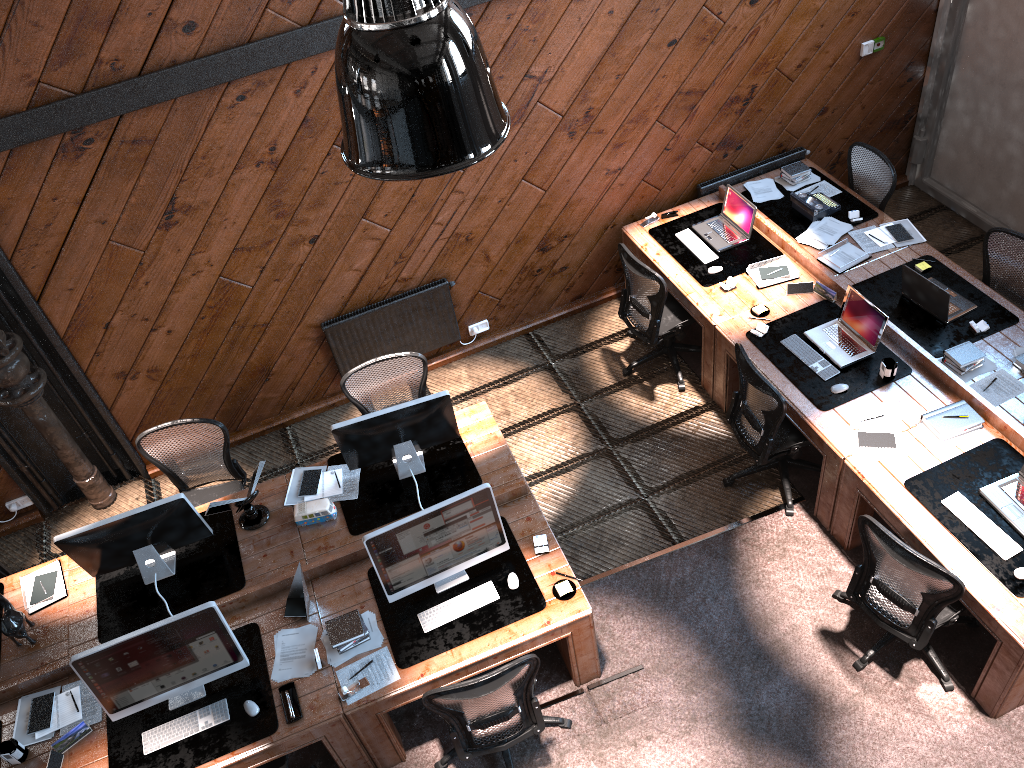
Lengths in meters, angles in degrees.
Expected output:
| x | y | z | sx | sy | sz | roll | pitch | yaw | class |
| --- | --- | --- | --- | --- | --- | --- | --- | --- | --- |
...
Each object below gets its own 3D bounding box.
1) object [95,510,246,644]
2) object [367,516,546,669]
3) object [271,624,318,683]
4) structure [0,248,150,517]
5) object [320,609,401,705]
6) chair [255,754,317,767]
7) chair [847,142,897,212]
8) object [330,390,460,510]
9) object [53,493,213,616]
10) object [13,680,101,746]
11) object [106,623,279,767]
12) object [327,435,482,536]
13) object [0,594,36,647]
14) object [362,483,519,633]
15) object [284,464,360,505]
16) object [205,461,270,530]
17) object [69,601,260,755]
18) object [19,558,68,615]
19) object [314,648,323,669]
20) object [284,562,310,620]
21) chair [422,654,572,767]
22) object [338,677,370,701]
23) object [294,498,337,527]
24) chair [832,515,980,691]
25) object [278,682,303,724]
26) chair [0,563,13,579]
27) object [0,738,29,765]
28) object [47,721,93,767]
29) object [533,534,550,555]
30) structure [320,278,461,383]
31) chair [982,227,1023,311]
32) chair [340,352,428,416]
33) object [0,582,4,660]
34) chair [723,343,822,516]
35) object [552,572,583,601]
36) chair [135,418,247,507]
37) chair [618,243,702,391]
| x | y | z | sx | sy | sz | roll | pitch | yaw | class |
| --- | --- | --- | --- | --- | --- | --- | --- | --- | --- |
| -2.033 | 1.098 | 5.245 | 0.848 | 0.008 | 0.687 | -21 | 45 | -10 | object |
| -0.318 | 1.122 | 4.883 | 0.848 | 0.008 | 0.687 | -21 | 45 | -10 | object |
| -1.160 | 1.435 | 4.737 | 0.246 | 0.002 | 0.315 | -11 | 44 | 0 | object |
| -3.438 | -0.066 | 5.825 | 1.003 | 2.745 | 0.500 | -18 | 45 | -7 | structure |
| -0.817 | 1.397 | 4.639 | 0.319 | 0.098 | 0.478 | -23 | 46 | -12 | object |
| -1.419 | 2.092 | 4.425 | 0.770 | 1.085 | 0.792 | -23 | 45 | -11 | chair |
| 2.623 | -1.273 | 7.014 | 0.792 | 1.085 | 0.770 | -30 | 47 | -18 | chair |
| -0.667 | 0.307 | 5.385 | 0.811 | 0.578 | 0.663 | 20 | 52 | 28 | object |
| -2.134 | 0.871 | 5.106 | 0.772 | 0.578 | 0.642 | 12 | 49 | 22 | object |
| -2.392 | 1.717 | 4.674 | 0.467 | 0.017 | 0.304 | -16 | 45 | -5 | object |
| -1.674 | 1.669 | 4.600 | 0.848 | 0.008 | 0.687 | -21 | 45 | -10 | object |
| -0.681 | 0.545 | 5.535 | 0.848 | 0.008 | 0.687 | -21 | 45 | -10 | object |
| -2.807 | 1.297 | 4.954 | 0.135 | 0.351 | 0.229 | -23 | 46 | -12 | object |
| -0.398 | 0.860 | 4.772 | 0.714 | 0.573 | 0.610 | -22 | 45 | -11 | object |
| -1.175 | 0.618 | 5.540 | 0.467 | 0.017 | 0.304 | -5 | 45 | 6 | object |
| -1.608 | 0.685 | 5.303 | 0.304 | 0.380 | 0.417 | 27 | 56 | 32 | object |
| -1.681 | 1.460 | 4.422 | 0.735 | 0.576 | 0.654 | 13 | 49 | 23 | object |
| -2.786 | 1.190 | 5.265 | 0.229 | 0.060 | 0.316 | -27 | 46 | -16 | object |
| -1.014 | 1.441 | 4.635 | 0.034 | 0.102 | 0.076 | -21 | 45 | -10 | object |
| -1.184 | 1.142 | 4.809 | 0.178 | 0.320 | 0.165 | -15 | 44 | -4 | object |
| -0.175 | 1.602 | 4.674 | 0.770 | 1.085 | 0.792 | -30 | 47 | -18 | chair |
| -0.810 | 1.543 | 4.516 | 0.159 | 0.064 | 0.054 | -31 | 48 | -19 | object |
| -1.187 | 0.770 | 5.348 | 0.253 | 0.146 | 0.128 | -12 | 44 | -1 | object |
| 2.166 | 1.031 | 4.786 | 0.770 | 1.085 | 0.792 | 23 | 54 | 30 | chair |
| -1.130 | 1.625 | 4.521 | 0.089 | 0.031 | 0.215 | -22 | 45 | -11 | object |
| -3.330 | 1.404 | 5.494 | 0.770 | 1.085 | 0.792 | -38 | 50 | -25 | chair |
| -2.531 | 1.861 | 4.491 | 0.099 | 0.138 | 0.078 | -10 | 44 | 2 | object |
| -2.274 | 1.861 | 4.470 | 0.129 | 0.083 | 0.347 | 6 | 47 | 17 | object |
| 0.162 | 0.903 | 4.969 | 0.082 | 0.063 | 0.106 | -10 | 44 | 2 | object |
| -0.889 | -0.402 | 6.879 | 1.064 | 0.628 | 0.073 | -22 | 45 | -11 | structure |
| 3.248 | -0.437 | 6.050 | 0.792 | 1.085 | 0.770 | -38 | 50 | -25 | chair |
| -0.697 | 0.360 | 6.026 | 0.770 | 1.085 | 0.792 | -30 | 47 | -18 | chair |
| -3.337 | 1.547 | 5.050 | 0.848 | 0.008 | 0.687 | -21 | 45 | -10 | object |
| 1.737 | 0.182 | 5.725 | 0.792 | 1.085 | 0.770 | -30 | 47 | -18 | chair |
| 0.283 | 1.093 | 4.779 | 0.158 | 0.026 | 0.154 | 12 | 49 | 22 | object |
| -2.006 | 0.783 | 5.858 | 0.770 | 1.085 | 0.792 | -23 | 45 | -11 | chair |
| 1.137 | -0.616 | 6.646 | 0.792 | 1.085 | 0.770 | -38 | 50 | -25 | chair |
